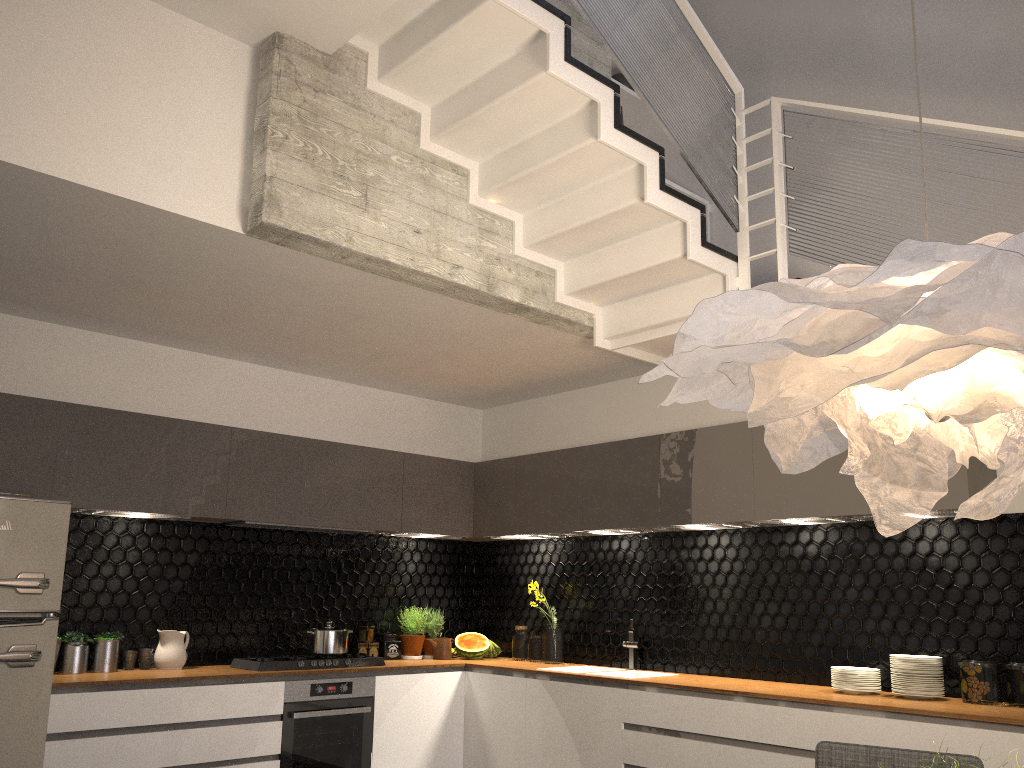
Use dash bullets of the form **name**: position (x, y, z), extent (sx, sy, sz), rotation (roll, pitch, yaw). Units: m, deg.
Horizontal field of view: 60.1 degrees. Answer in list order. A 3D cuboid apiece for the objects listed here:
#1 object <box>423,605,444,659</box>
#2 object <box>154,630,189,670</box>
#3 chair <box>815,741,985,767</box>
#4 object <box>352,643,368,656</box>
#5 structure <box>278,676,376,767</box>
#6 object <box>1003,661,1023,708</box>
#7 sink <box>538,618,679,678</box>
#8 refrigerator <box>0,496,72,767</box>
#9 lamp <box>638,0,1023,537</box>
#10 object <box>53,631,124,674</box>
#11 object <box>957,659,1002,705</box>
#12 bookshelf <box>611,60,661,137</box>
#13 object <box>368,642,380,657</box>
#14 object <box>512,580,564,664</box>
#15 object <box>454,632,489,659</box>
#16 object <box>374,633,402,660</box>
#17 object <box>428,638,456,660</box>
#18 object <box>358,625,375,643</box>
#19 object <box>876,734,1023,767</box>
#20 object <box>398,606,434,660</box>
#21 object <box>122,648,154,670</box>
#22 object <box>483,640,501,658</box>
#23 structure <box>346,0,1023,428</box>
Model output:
- **object**: position (-0.541, 1.693, 6.096), extent (0.169, 0.375, 0.186), rotation (2, -11, -5)
- **object**: position (-1.886, 1.474, 4.923), extent (0.190, 0.213, 0.173), rotation (7, -13, -28)
- **chair**: position (0.894, 1.387, 2.117), extent (0.476, 0.910, 0.606), rotation (-6, -14, 33)
- **object**: position (-0.991, 1.742, 5.762), extent (0.083, 0.112, 0.083), rotation (11, -16, -41)
- **structure**: position (-1.195, 1.995, 5.139), extent (0.591, 0.582, 0.587), rotation (12, -16, -41)
- **object**: position (2.183, 1.274, 3.750), extent (0.172, 0.183, 0.173), rotation (-5, -13, 24)
- **sink**: position (0.572, 1.610, 5.216), extent (0.492, 0.444, 0.727), rotation (12, -17, -41)
- **refrigerator**: position (-2.563, 1.356, 3.899), extent (0.833, 1.694, 0.773), rotation (11, -15, -41)
- **lamp**: position (0.876, -2.241, 2.215), extent (1.121, 5.159, 1.069), rotation (7, -13, -31)
- **object**: position (-2.260, 1.382, 4.581), extent (0.173, 0.218, 0.485), rotation (-10, -17, 43)
- **object**: position (2.048, 1.301, 3.871), extent (0.172, 0.183, 0.174), rotation (0, -12, 7)
- **bookshelf**: position (0.570, -1.681, 5.597), extent (0.978, 1.095, 0.445), rotation (12, -15, -41)
- **object**: position (-0.924, 1.756, 5.817), extent (0.083, 0.112, 0.083), rotation (8, -14, -32)
- **object**: position (0.176, 1.586, 5.925), extent (0.257, 0.537, 0.431), rotation (5, -12, -18)
- **object**: position (-0.274, 1.792, 6.056), extent (0.236, 0.172, 0.219), rotation (4, -13, -13)
- **object**: position (-0.829, 1.747, 5.900), extent (0.142, 0.172, 0.142), rotation (12, -16, -41)
- **object**: position (-0.473, 1.791, 5.988), extent (0.209, 0.139, 0.125), rotation (3, -12, -8)
- **object**: position (-0.956, 1.637, 5.796), extent (0.083, 0.112, 0.083), rotation (-5, -13, 27)
- **object**: position (0.809, 0.837, 1.627), extent (0.671, 0.363, 0.535), rotation (-11, -17, 42)
- **object**: position (-0.658, 1.684, 6.014), extent (0.246, 0.350, 0.236), rotation (10, -15, -37)
- **object**: position (-2.040, 1.499, 4.822), extent (0.161, 0.109, 0.078), rotation (10, -15, -36)
- **object**: position (-0.148, 1.859, 6.226), extent (0.148, 0.126, 0.227), rotation (1, -13, -2)
- **structure**: position (0.547, -2.102, 3.269), extent (4.256, 8.224, 8.506), rotation (11, -16, -41)
